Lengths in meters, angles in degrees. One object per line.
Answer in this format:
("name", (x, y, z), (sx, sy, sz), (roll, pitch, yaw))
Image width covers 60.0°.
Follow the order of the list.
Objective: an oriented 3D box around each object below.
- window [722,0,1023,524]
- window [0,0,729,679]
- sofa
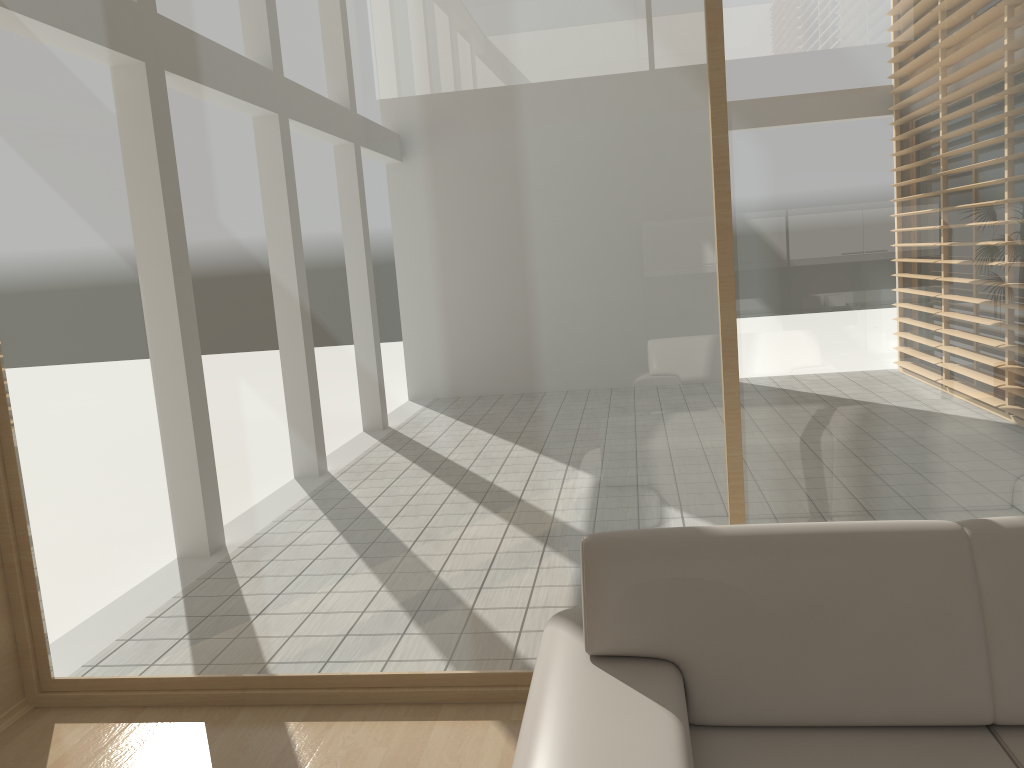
("window", (1.953, -0.347, 2.626), (2.525, 2.500, 0.020), (-3, 8, 8))
("window", (-0.588, -0.197, 3.010), (2.525, 2.500, 0.020), (-3, 8, 8))
("sofa", (1.046, 0.767, 1.881), (2.093, 0.846, 1.168), (-3, 8, 8))
